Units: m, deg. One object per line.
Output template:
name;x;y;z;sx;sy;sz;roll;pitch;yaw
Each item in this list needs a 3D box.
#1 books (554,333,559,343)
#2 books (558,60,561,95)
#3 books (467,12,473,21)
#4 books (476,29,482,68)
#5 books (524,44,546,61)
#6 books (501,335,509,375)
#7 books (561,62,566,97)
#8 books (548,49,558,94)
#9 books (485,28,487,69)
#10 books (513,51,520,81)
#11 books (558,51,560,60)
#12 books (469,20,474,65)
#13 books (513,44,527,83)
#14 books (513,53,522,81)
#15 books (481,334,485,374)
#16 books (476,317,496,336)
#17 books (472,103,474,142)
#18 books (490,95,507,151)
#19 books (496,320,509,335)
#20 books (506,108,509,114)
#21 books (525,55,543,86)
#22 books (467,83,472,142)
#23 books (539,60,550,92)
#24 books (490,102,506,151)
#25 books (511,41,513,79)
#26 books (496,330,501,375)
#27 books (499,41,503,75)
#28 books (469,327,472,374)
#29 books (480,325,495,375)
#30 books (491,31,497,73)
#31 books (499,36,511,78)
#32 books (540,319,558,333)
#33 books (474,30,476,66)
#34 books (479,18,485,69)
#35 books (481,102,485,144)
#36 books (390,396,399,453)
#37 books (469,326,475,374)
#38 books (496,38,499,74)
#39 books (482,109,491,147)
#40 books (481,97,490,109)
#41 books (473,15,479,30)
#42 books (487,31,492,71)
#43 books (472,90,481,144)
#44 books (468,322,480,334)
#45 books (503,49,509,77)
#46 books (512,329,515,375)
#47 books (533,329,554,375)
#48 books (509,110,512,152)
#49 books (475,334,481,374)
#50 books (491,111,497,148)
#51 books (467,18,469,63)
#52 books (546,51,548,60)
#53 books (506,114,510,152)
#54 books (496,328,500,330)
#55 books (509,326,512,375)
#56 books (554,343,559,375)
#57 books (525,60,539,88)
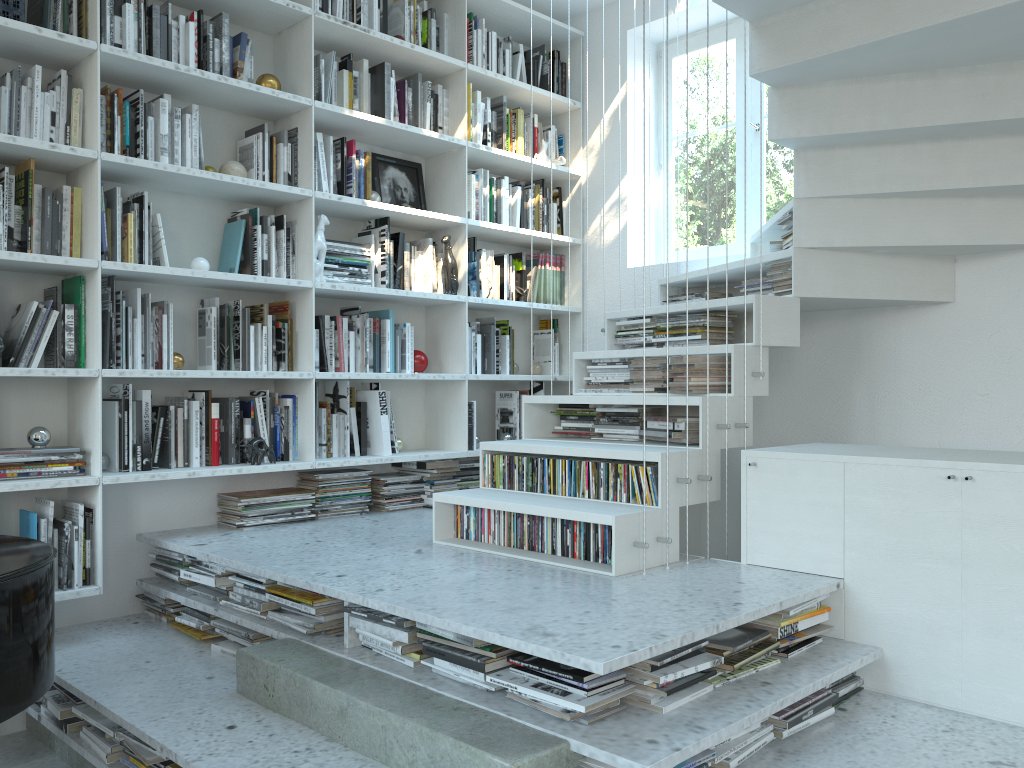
books;0.199;-0.162;4.918;0.152;0.237;0.022;0;0;45
books;0.198;-1.637;4.890;0.185;0.248;0.014;0;0;45
books;-0.247;-1.681;4.458;0.143;0.331;0.014;0;0;45
books;-0.224;-1.637;4.461;0.182;0.244;0.023;0;0;45
books;0.123;-1.670;4.827;0.161;0.313;0.014;0;0;45
books;-0.081;-0.147;4.607;0.174;0.205;0.021;0;0;45
books;0.221;-1.632;4.895;0.187;0.237;0.025;0;0;45
books;0.175;-1.657;4.842;0.189;0.286;0.014;0;0;45
books;-0.188;-1.653;4.513;0.148;0.275;0.027;0;0;45
books;-0.009;-1.632;4.709;0.131;0.235;0.010;0;0;45
books;0.213;-1.673;4.930;0.144;0.319;0.014;0;0;45
books;-0.253;-1.650;4.416;0.184;0.269;0.012;0;0;45
books;0.017;-1.652;4.730;0.132;0.277;0.069;0;0;45
books;-0.023;-1.620;4.676;0.163;0.212;0.057;0;0;45
books;-0.195;-0.149;4.515;0.149;0.208;0.025;0;0;45
books;-0.135;-0.193;4.578;0.141;0.297;0.013;0;0;45
books;-0.248;-1.251;4.328;0.165;0.205;0.024;0;0;45
books;-0.089;-1.296;4.494;0.152;0.296;0.022;0;0;45
books;-0.076;-0.187;4.624;0.161;0.284;0.011;0;0;45
books;-0.071;-1.269;4.526;0.144;0.242;0.022;0;0;45
books;0.089;-1.637;4.788;0.160;0.247;0.068;0;0;45
books;-0.260;-1.296;4.315;0.183;0.294;0.010;0;0;45
books;0.131;-1.622;4.803;0.192;0.216;0.012;0;0;45
books;-0.101;-1.275;4.475;0.189;0.254;0.023;0;0;45
books;-0.051;-1.646;4.652;0.143;0.263;0.015;0;0;45
books;-0.121;-0.160;4.584;0.172;0.230;0.014;0;0;45
books;-0.104;-1.633;4.592;0.143;0.237;0.025;0;0;45
books;-0.264;-0.163;4.434;0.153;0.236;0.037;0;0;45
books;-0.158;-0.169;4.515;0.184;0.248;0.027;0;0;45
books;-0.150;-1.647;4.545;0.179;0.264;0.029;0;0;45
books;-0.063;-1.657;4.646;0.159;0.285;0.012;0;0;45
books;0.205;-0.201;4.936;0.129;0.315;0.013;0;0;45
books;-0.244;-1.630;4.431;0.175;0.229;0.022;0;0;45
books;-0.204;-1.668;4.482;0.184;0.306;0.012;0;0;45
books;-0.206;-1.260;4.374;0.161;0.224;0.049;0;0;45
books;-0.594;0.183;4.112;0.148;0.274;0.062;0;0;45
books;-0.244;-0.166;4.456;0.151;0.242;0.022;0;0;45
books;-0.128;-1.639;4.579;0.154;0.250;0.027;0;0;45
books;-0.176;-1.245;4.395;0.190;0.193;0.024;0;0;45
books;-0.170;-1.280;4.422;0.158;0.263;0.023;0;0;45
books;-0.223;-1.678;4.484;0.151;0.326;0.012;0;0;45
books;-0.167;-1.644;4.527;0.163;0.259;0.022;0;0;45
books;-0.224;-1.280;4.339;0.189;0.263;0.026;0;0;45
books;-0.217;-0.179;4.502;0.133;0.267;0.024;0;0;45
books;-0.078;-1.618;4.622;0.163;0.208;0.026;0;0;45
books;-0.048;-0.164;4.662;0.166;0.240;0.013;0;0;45
books;0.170;-0.170;4.886;0.161;0.254;0.012;0;0;45
books;-0.059;-1.266;4.538;0.165;0.238;0.012;0;0;45
books;-0.223;-0.146;4.471;0.172;0.201;0.029;0;0;45
books;-0.132;-1.254;4.472;0.134;0.211;0.025;0;0;45
books;-0.272;-1.658;4.416;0.150;0.286;0.013;0;0;45
books;0.144;-1.659;4.855;0.140;0.292;0.012;0;0;45
books;-0.079;-1.251;4.510;0.184;0.206;0.014;0;0;45
books;-0.118;-0.166;4.610;0.131;0.242;0.027;0;0;45
books;-0.060;-0.171;4.656;0.161;0.254;0.012;0;0;45
books;0.190;-0.134;4.895;0.167;0.181;0.028;0;0;45
books;0.068;-1.611;4.744;0.186;0.193;0.024;0;0;45
